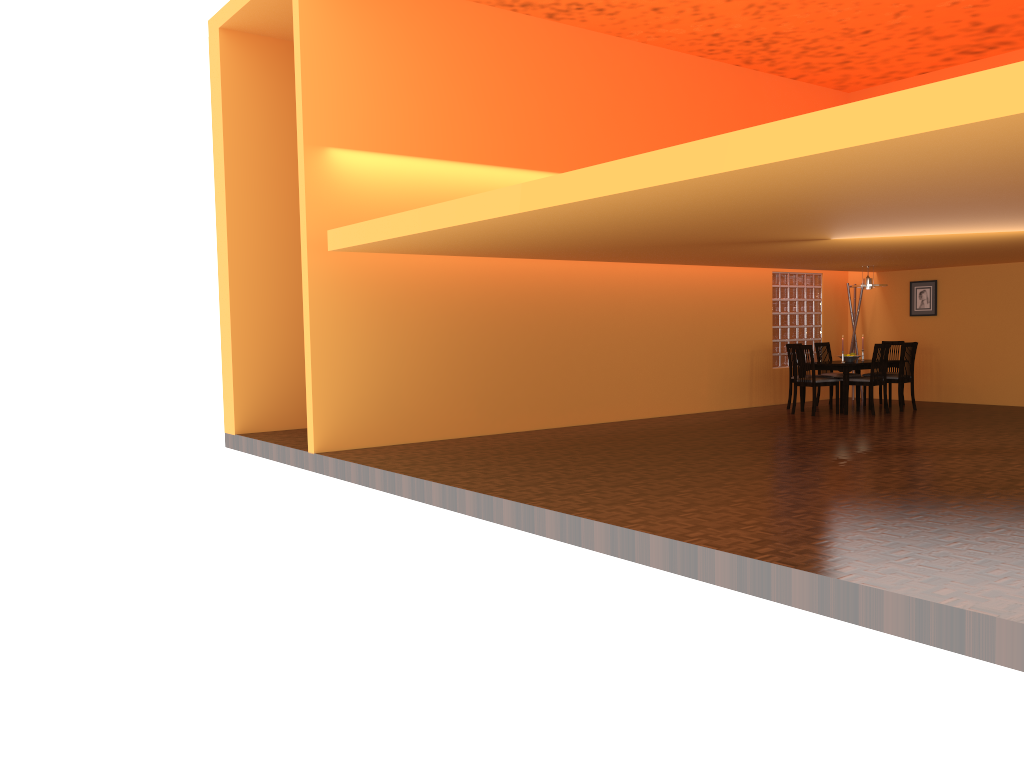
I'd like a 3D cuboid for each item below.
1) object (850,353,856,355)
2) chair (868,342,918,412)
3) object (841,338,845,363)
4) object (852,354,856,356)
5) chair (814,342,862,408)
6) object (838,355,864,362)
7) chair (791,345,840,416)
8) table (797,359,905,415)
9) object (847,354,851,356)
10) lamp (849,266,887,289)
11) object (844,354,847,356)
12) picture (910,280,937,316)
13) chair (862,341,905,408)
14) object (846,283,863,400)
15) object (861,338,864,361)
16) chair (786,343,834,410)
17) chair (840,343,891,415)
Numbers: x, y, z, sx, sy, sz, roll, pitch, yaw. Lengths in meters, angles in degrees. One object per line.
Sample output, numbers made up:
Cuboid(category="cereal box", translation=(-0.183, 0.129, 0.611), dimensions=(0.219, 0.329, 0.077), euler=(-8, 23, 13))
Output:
Cuboid(category="object", translation=(4.075, -0.340, 10.604), dimensions=(0.069, 0.066, 0.069), euler=(-3, 4, -26))
Cuboid(category="chair", translation=(4.511, -0.090, 10.477), dimensions=(0.373, 0.809, 0.465), euler=(-4, 4, -36))
Cuboid(category="object", translation=(3.854, -0.410, 10.333), dimensions=(0.044, 0.326, 0.044), euler=(2, 5, 42))
Cuboid(category="object", translation=(4.069, -0.322, 10.525), dimensions=(0.055, 0.070, 0.066), euler=(1, 4, 35))
Cuboid(category="chair", translation=(4.058, -0.118, 11.095), dimensions=(0.373, 0.809, 0.465), euler=(-4, 4, -36))
Cuboid(category="object", translation=(4.019, -0.300, 10.561), dimensions=(0.337, 0.072, 0.337), euler=(0, 4, 20))
Cuboid(category="chair", translation=(3.465, -0.050, 10.183), dimensions=(0.465, 0.809, 0.373), euler=(-3, 4, -31))
Cuboid(category="table", translation=(4.067, 0.025, 10.594), dimensions=(1.259, 0.584, 0.697), euler=(-4, 4, -36))
Cuboid(category="object", translation=(3.974, -0.329, 10.474), dimensions=(0.046, 0.046, 0.055), euler=(1, 4, 37))
Cuboid(category="lamp", translation=(4.297, -1.282, 10.705), dimensions=(0.435, 0.274, 0.435), euler=(-2, 4, -14))
Cuboid(category="object", translation=(3.979, -0.315, 10.568), dimensions=(0.087, 0.076, 0.089), euler=(-3, 4, -30))
Cuboid(category="picture", translation=(5.318, -1.106, 11.469), dimensions=(0.014, 0.456, 0.361), euler=(-4, 4, -36))
Cuboid(category="chair", translation=(4.648, -0.127, 11.040), dimensions=(0.465, 0.809, 0.373), euler=(-4, 5, -41))
Cuboid(category="object", translation=(4.647, -0.572, 12.009), dimensions=(0.226, 1.589, 0.308), euler=(-2, 4, -14))
Cuboid(category="object", translation=(4.241, -0.442, 10.721), dimensions=(0.044, 0.326, 0.044), euler=(2, 5, 42))
Cuboid(category="chair", translation=(3.593, -0.087, 10.754), dimensions=(0.373, 0.809, 0.465), euler=(-4, 4, -36))
Cuboid(category="chair", translation=(4.046, -0.060, 10.137), dimensions=(0.373, 0.809, 0.465), euler=(-4, 4, -36))
